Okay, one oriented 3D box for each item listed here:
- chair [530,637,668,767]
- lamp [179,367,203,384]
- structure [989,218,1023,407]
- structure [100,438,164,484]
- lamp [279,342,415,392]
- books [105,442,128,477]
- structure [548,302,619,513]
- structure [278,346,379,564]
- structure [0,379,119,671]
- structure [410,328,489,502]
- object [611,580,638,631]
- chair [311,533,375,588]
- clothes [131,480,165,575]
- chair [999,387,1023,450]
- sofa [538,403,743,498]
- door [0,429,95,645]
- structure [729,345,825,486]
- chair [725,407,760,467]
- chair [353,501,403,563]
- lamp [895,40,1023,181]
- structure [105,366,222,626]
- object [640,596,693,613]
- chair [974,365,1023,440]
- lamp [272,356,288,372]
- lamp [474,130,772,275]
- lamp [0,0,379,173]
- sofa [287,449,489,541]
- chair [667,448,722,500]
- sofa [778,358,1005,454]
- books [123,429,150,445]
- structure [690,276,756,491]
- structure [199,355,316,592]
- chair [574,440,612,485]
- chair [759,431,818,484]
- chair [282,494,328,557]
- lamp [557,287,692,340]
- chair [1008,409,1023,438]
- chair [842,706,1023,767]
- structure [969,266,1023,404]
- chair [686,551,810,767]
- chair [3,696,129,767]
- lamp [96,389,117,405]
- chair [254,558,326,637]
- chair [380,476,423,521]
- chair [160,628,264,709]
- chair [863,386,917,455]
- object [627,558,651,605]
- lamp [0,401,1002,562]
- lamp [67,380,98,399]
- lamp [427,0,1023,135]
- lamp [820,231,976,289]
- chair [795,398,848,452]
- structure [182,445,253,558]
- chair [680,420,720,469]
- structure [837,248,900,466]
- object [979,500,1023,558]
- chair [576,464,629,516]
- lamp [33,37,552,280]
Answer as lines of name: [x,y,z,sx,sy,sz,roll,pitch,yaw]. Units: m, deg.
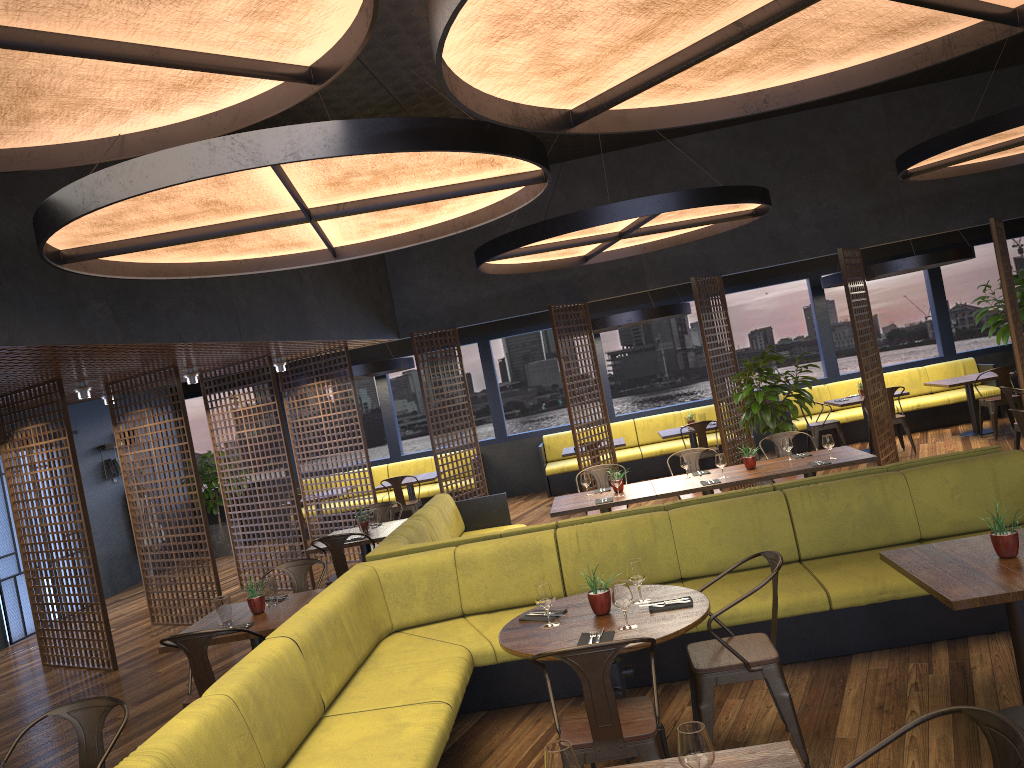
chair: [0.397,1.421,3.595,0.504,0.917,0.541,-11,1,6]
lamp: [-3.579,-0.091,9.903,0.228,0.172,0.228,-11,1,6]
structure: [5.929,-0.603,10.414,0.050,2.700,0.852,-10,1,36]
structure: [-5.628,1.141,13.260,0.293,0.563,1.220,-11,1,6]
lamp: [-2.610,-1.130,13.077,1.979,2.172,1.979,-11,1,12]
books: [-5.722,1.087,12.825,0.223,0.489,0.286,-11,1,-3]
structure: [0.941,0.341,10.910,0.050,2.700,0.852,-10,1,36]
structure: [-2.327,0.958,11.386,1.319,2.700,0.050,-10,1,36]
structure: [-4.386,1.378,8.449,1.319,2.700,0.050,-10,1,36]
structure: [-0.721,0.656,11.075,0.050,2.700,0.852,-10,1,36]
object: [0.498,0.987,3.961,0.097,0.206,0.097,-10,1,30]
chair: [-1.415,1.725,7.784,0.504,0.917,0.541,-11,1,6]
clothes: [-5.411,2.139,13.249,0.401,1.494,0.423,-11,1,1]
chair: [5.332,0.430,8.994,0.541,0.917,0.504,-11,1,6]
sofa: [1.999,1.020,13.876,3.061,0.914,0.966,-11,1,6]
door: [-5.861,1.785,10.941,0.052,2.386,2.441,-11,1,6]
structure: [2.978,0.440,10.067,1.166,1.763,0.993,-11,1,-24]
chair: [3.210,0.800,12.424,0.541,0.917,0.504,-11,1,6]
chair: [-1.299,1.691,9.004,0.504,0.917,0.541,-11,1,6]
lamp: [4.812,-2.878,7.906,2.778,1.362,2.778,-11,1,-30]
structure: [-3.700,1.238,9.428,1.319,2.700,0.050,-10,1,36]
object: [0.725,1.037,4.181,0.255,0.019,0.157,-11,1,8]
chair: [6.300,0.222,11.427,0.504,0.917,0.541,-11,1,6]
lamp: [-2.851,-0.239,10.891,0.228,0.172,0.228,-11,1,6]
lamp: [0.898,-2.061,8.377,2.778,1.475,2.778,-11,1,6]
lamp: [-1.921,-1.652,2.883,2.778,1.159,2.778,-11,1,-34]
sofa: [-1.985,1.774,14.272,3.061,0.914,0.966,-11,1,6]
chair: [1.822,1.102,8.555,0.504,0.917,0.541,-11,1,6]
sofa: [5.705,0.319,13.508,3.061,0.914,0.966,-11,1,6]
books: [-5.720,0.788,13.493,0.177,0.245,0.450,-11,1,6]
structure: [2.604,0.027,10.745,0.050,2.700,0.852,-10,1,36]
structure: [-3.014,1.098,10.407,1.319,2.700,0.050,-10,1,36]
chair: [1.153,1.196,11.938,0.504,0.917,0.541,-11,1,6]
chair: [2.703,0.935,8.467,0.504,0.917,0.541,-11,1,6]
chair: [-2.869,1.957,12.337,0.504,0.917,0.541,-11,1,6]
lamp: [1.376,-1.884,12.681,1.979,2.172,1.979,-11,1,-39]
chair: [4.472,0.610,7.288,0.541,0.917,0.504,-11,1,6]
chair: [1.036,1.313,2.162,0.541,0.917,0.504,-11,1,6]
structure: [7.714,-0.706,13.128,1.493,2.184,1.272,-11,1,6]
chair: [1.070,1.287,4.151,0.541,0.917,0.504,-11,1,6]
chair: [-1.797,1.838,3.642,0.504,0.917,0.541,-11,1,6]
lamp: [-4.958,0.162,10.898,0.228,0.172,0.228,-11,1,6]
chair: [-1.530,1.761,6.327,0.504,0.917,0.541,-11,1,6]
chair: [-1.471,1.692,12.199,0.504,0.917,0.541,-11,1,6]
chair: [-1.647,1.795,5.087,0.504,0.917,0.541,-11,1,6]
chair: [4.902,0.487,11.566,0.504,0.917,0.541,-11,1,6]
object: [0.614,0.961,4.327,0.097,0.206,0.097,-10,1,44]
lamp: [-1.123,0.758,7.644,9.057,2.714,3.017,-11,1,6]
lamp: [-4.325,0.060,8.945,0.228,0.172,0.228,-11,1,6]
lamp: [0.975,-2.023,2.980,2.778,1.475,2.778,-11,1,-35]
lamp: [5.139,-2.598,12.307,1.979,2.172,1.979,-11,1,-9]
chair: [4.307,0.592,12.376,0.541,0.917,0.504,-11,1,6]
structure: [-4.742,1.865,14.454,1.166,1.763,0.993,-11,1,-24]
chair: [2.551,0.932,11.799,0.504,0.917,0.541,-11,1,6]
structure: [4.266,-0.288,10.579,0.050,2.700,0.852,-10,1,36]
object: [2.180,0.631,3.925,0.260,0.271,0.238,-10,1,41]
chair: [0.936,1.269,8.643,0.504,0.917,0.541,-11,1,6]
lamp: [-1.278,-1.615,5.035,2.778,1.475,2.778,-11,1,10]
